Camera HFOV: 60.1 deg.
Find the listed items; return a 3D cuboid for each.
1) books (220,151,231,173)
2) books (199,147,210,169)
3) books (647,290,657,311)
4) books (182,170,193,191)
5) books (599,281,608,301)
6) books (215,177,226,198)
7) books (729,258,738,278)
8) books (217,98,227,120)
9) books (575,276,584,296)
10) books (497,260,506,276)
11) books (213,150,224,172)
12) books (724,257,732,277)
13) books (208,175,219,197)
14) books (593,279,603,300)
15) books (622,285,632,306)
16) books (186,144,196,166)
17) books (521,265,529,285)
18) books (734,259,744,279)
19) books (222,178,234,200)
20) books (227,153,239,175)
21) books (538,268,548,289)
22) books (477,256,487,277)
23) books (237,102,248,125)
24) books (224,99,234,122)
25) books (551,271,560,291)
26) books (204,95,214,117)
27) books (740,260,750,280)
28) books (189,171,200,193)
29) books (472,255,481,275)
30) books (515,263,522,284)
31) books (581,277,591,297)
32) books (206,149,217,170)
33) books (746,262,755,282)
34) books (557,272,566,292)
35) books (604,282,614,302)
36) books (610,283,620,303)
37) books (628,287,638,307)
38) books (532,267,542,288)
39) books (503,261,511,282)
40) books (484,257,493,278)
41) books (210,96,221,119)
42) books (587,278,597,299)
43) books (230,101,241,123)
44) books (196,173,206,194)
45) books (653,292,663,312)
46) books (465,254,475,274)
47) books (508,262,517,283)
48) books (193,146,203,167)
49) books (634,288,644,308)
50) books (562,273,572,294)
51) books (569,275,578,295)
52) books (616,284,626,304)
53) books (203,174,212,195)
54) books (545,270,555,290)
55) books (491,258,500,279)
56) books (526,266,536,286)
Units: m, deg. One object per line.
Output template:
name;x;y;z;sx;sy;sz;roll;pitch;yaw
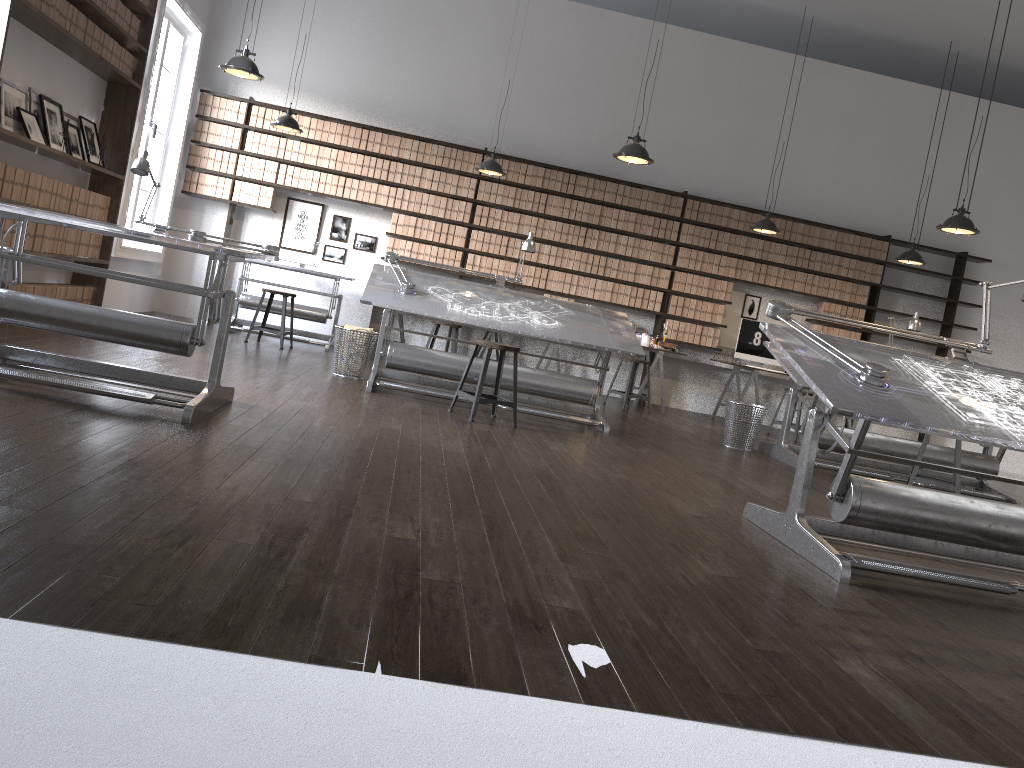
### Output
books;-3.082;-2.383;9.566;0.067;0.225;0.175;11;3;-7
books;-3.294;-2.424;9.548;0.066;0.225;0.175;11;3;-7
books;1.580;-0.952;10.112;0.067;0.225;0.175;11;3;-7
books;-3.478;-2.176;9.541;0.066;0.225;0.175;11;3;-7
books;1.021;-1.057;10.054;0.066;0.225;0.175;11;3;-7
books;-3.135;-2.112;9.572;0.066;0.225;0.175;11;3;-7
books;2.520;-1.331;10.190;0.067;0.225;0.175;11;3;-7
books;-3.105;-2.948;9.543;0.066;0.225;0.175;11;3;-7
books;0.752;-1.108;10.026;0.066;0.225;0.175;11;3;-7
books;-0.128;-1.273;9.924;0.066;0.225;0.175;11;3;-7
books;-3.156;-2.398;9.564;0.066;0.225;0.175;11;3;-7
books;2.454;-1.344;10.187;0.066;0.225;0.175;11;3;-7
books;-3.206;-2.125;9.564;0.067;0.225;0.175;11;3;-7
books;0.960;-1.069;10.045;0.066;0.225;0.175;11;3;-7
books;1.291;-1.007;10.081;0.066;0.225;0.175;11;3;-7
books;-3.429;-2.448;9.527;0.067;0.225;0.175;11;3;-7
books;0.133;-1.224;9.956;0.066;0.225;0.175;11;3;-7
books;2.585;-1.320;10.203;0.066;0.225;0.175;11;3;-7
books;-3.065;-2.099;9.584;0.066;0.225;0.175;11;3;-7
books;-3.010;-2.370;9.580;0.066;0.225;0.175;11;3;-7
books;0.346;-1.184;9.975;0.067;0.225;0.175;11;3;-7
books;-0.336;-1.312;9.905;0.066;0.225;0.175;11;3;-7
books;-2.897;-2.908;9.563;0.066;0.225;0.175;11;3;-7
books;-3.036;-2.935;9.549;0.066;0.225;0.175;11;3;-7
books;0.482;-1.159;9.993;0.066;0.225;0.175;11;3;-7
books;-3.243;-2.973;9.521;0.066;0.225;0.175;11;3;-7
books;2.654;-1.307;10.211;0.066;0.225;0.175;11;3;-7
books;-3.404;-2.162;9.544;0.067;0.225;0.175;11;3;-7
books;-0.403;-1.325;9.893;0.066;0.225;0.175;11;3;-7
books;0.064;-1.237;9.948;0.066;0.225;0.175;11;3;-7
books;0.821;-1.095;10.032;0.066;0.225;0.175;11;3;-7
books;-3.225;-2.410;9.551;0.066;0.225;0.175;11;3;-7
books;2.724;-1.293;10.214;0.066;0.225;0.175;11;3;-7
books;0.544;-1.147;9.995;0.067;0.225;0.175;11;3;-7
books;1.087;-1.045;10.056;0.067;0.225;0.175;11;3;-7
books;1.152;-1.033;10.069;0.066;0.225;0.175;11;3;-7
books;1.360;-0.994;10.093;0.066;0.225;0.175;11;3;-7
books;0.272;-1.198;9.972;0.066;0.225;0.175;11;3;-7
books;-0.067;-1.262;9.932;0.066;0.225;0.175;11;3;-7
books;-0.267;-1.299;9.910;0.066;0.225;0.175;11;3;-7
books;-3.172;-2.960;9.532;0.066;0.225;0.175;11;3;-7
books;0.890;-1.082;10.035;0.067;0.225;0.175;11;3;-7
books;-2.967;-2.921;9.553;0.067;0.225;0.175;11;3;-7
books;-3.332;-2.149;9.557;0.066;0.225;0.175;11;3;-7
books;1.656;-0.938;10.123;0.066;0.225;0.175;11;3;-7
books;-0.474;-1.337;9.882;0.066;0.225;0.175;11;3;-7
books;-0.001;-1.249;9.935;0.067;0.225;0.175;11;3;-7
books;-3.364;-2.437;9.540;0.066;0.225;0.175;11;3;-7
books;1.434;-0.980;10.096;0.067;0.225;0.175;11;3;-7
books;0.614;-1.133;10.003;0.066;0.225;0.175;11;3;-7
books;0.685;-1.120;10.015;0.066;0.225;0.175;11;3;-7
books;1.221;-1.020;10.077;0.066;0.225;0.175;11;3;-7
books;-3.268;-2.137;9.562;0.066;0.225;0.175;11;3;-7
books;0.417;-1.171;9.988;0.066;0.225;0.175;11;3;-7
books;-0.198;-1.286;9.914;0.067;0.225;0.175;11;3;-7
books;0.203;-1.211;9.960;0.066;0.225;0.175;11;3;-7
